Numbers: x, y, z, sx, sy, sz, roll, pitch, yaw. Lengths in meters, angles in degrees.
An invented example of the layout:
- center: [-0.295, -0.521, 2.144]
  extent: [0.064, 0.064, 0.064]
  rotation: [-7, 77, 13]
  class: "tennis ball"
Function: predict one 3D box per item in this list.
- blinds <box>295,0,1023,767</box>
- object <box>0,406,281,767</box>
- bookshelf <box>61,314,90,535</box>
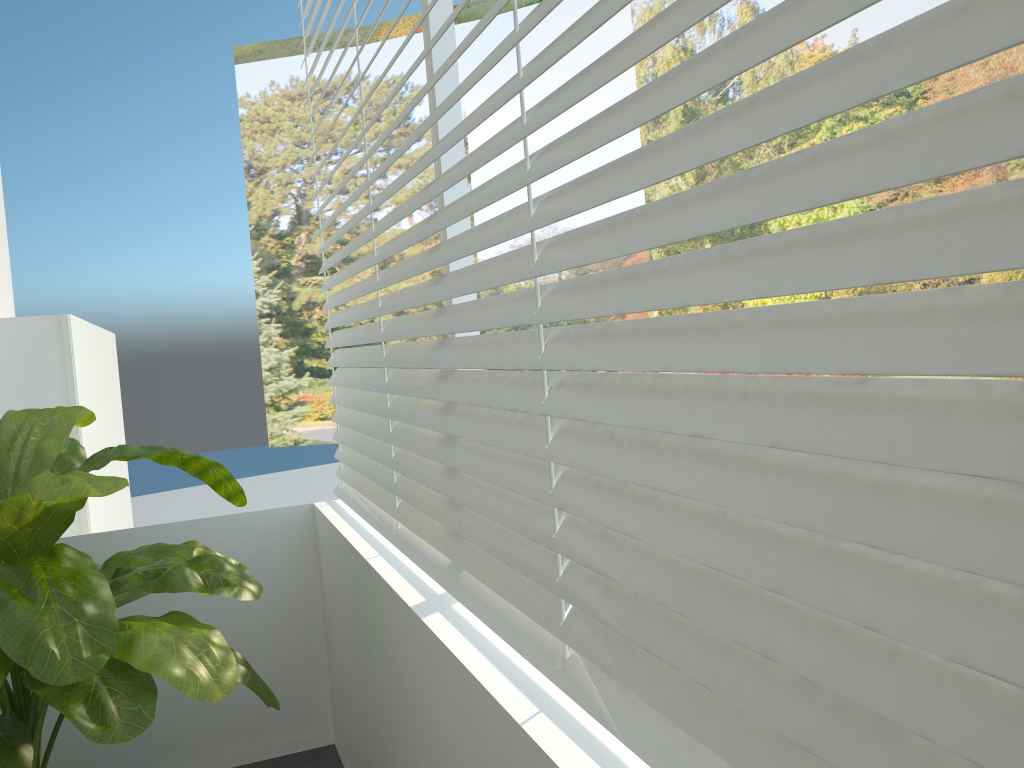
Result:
- center: [-0.099, -1.714, 0.921]
  extent: [1.219, 4.263, 3.920]
  rotation: [-5, 2, -1]
  class: "blinds"
- center: [-1.045, 0.660, 1.905]
  extent: [1.027, 1.198, 1.120]
  rotation: [-7, 3, -42]
  class: "object"
- center: [-2.049, 0.458, 3.930]
  extent: [0.502, 1.495, 2.100]
  rotation: [-5, 3, -20]
  class: "bookshelf"
